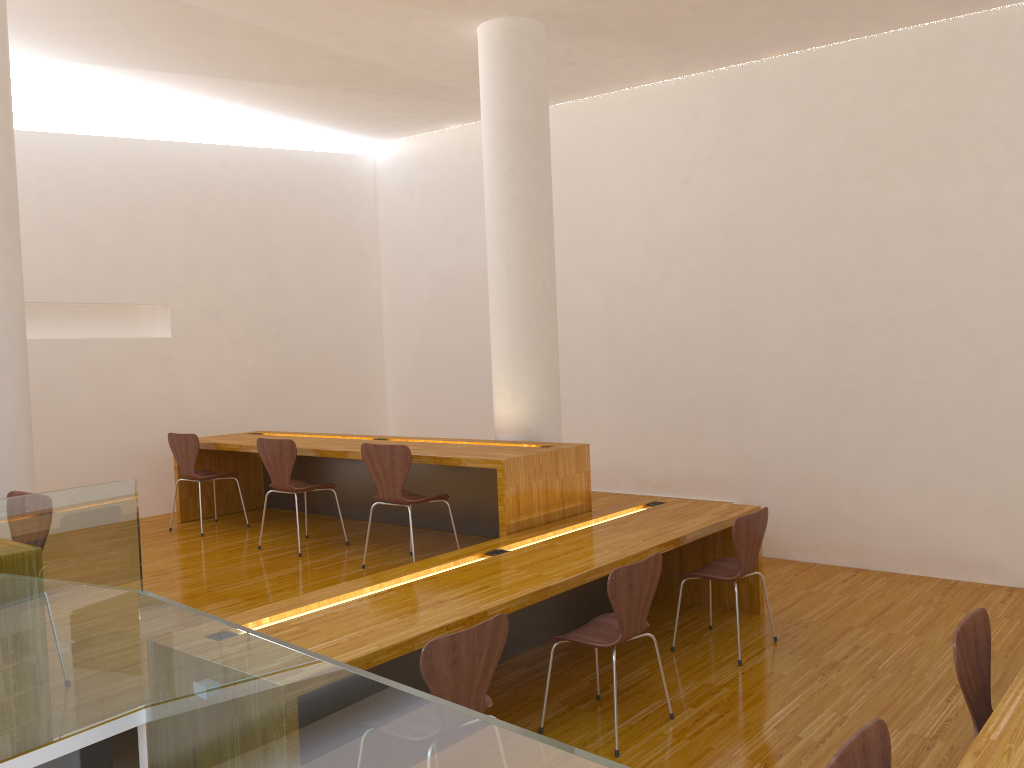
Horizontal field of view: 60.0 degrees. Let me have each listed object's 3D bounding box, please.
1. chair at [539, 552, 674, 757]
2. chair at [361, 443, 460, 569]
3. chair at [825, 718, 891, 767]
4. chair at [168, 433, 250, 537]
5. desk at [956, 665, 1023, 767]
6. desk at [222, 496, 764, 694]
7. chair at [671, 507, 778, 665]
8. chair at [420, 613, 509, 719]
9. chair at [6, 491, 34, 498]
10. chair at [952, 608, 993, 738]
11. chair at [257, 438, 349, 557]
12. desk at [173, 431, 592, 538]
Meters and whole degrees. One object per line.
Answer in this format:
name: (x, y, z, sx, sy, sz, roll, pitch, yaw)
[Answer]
chair: (0.370, 1.029, 3.560, 0.381, 0.693, 0.428, -1, 3, 40)
chair: (-0.557, 0.654, 4.851, 0.428, 0.693, 0.381, -1, 3, 40)
chair: (0.835, 1.074, 1.697, 0.381, 0.693, 0.428, -1, 3, 40)
chair: (-2.139, 0.673, 6.217, 0.428, 0.693, 0.381, -1, 3, 40)
desk: (2.020, 1.213, 2.162, 1.285, 0.918, 3.236, -1, 3, 40)
desk: (0.099, 1.074, 3.996, 0.760, 0.606, 3.185, -1, 3, 40)
chair: (1.054, 0.970, 4.444, 0.381, 0.693, 0.428, -1, 3, 40)
chair: (-0.250, 1.081, 2.814, 0.381, 0.693, 0.428, -1, 3, 40)
chair: (-1.913, 0.767, 3.219, 0.428, 0.693, 0.381, -1, 3, 40)
chair: (1.455, 1.022, 2.443, 0.381, 0.693, 0.428, -1, 3, 40)
chair: (-1.303, 0.664, 5.472, 0.428, 0.693, 0.381, -1, 3, 40)
desk: (-1.011, 0.679, 5.785, 3.185, 0.606, 0.760, -1, 3, 40)
